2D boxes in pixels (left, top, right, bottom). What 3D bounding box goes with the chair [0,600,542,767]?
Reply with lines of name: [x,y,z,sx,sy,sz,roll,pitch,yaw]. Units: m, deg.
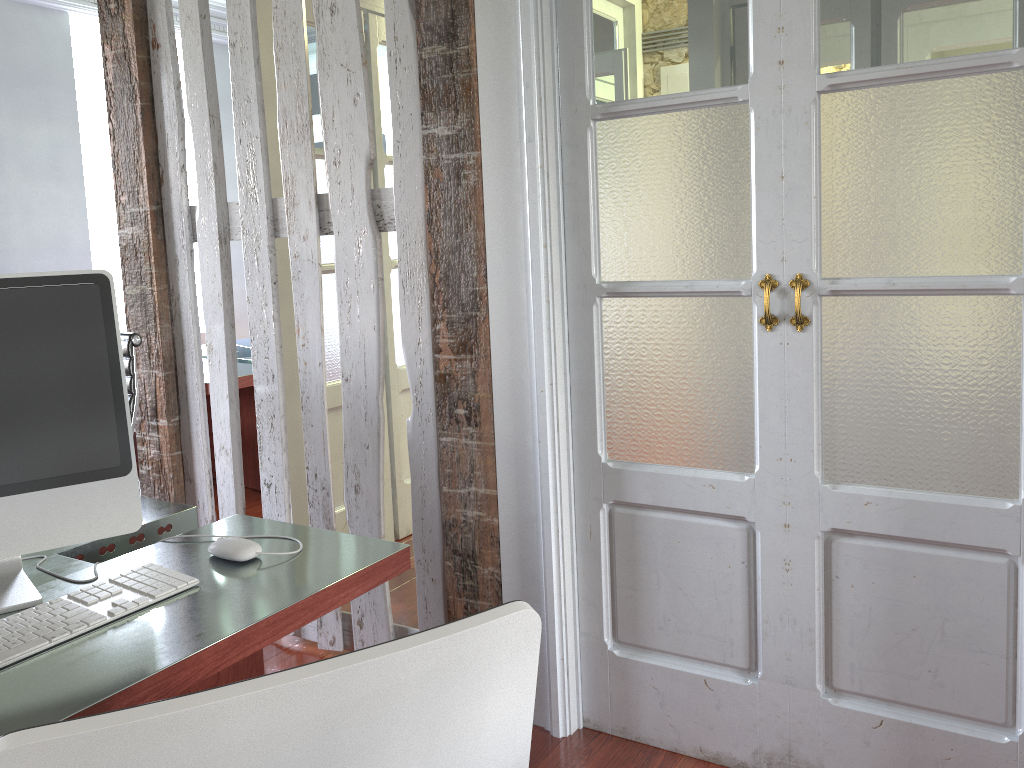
chair: [-0.276,0.634,0.974,0.476,0.914,0.604,-6,8,-28]

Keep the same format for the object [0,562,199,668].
object: [-0.640,0.329,1.197,0.118,0.017,0.441,3,11,31]

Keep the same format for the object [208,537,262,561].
object: [-0.462,0.271,1.469,0.106,0.028,0.059,3,10,30]

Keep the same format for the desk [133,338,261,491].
desk: [-1.542,0.148,5.177,1.446,0.650,1.723,3,10,32]

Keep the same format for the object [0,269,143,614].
object: [-0.827,0.086,1.304,0.485,0.482,0.190,-7,8,-33]

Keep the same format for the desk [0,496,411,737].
desk: [-1.562,0.675,1.638,2.509,0.723,1.308,3,10,32]

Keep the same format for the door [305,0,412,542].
door: [-0.550,-0.416,3.631,0.041,2.167,1.063,1,7,32]

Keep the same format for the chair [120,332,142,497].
chair: [-1.392,0.393,2.461,0.665,1.017,0.703,1,8,26]

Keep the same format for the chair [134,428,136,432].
chair: [-1.851,0.182,4.246,0.475,0.914,0.605,2,8,32]
